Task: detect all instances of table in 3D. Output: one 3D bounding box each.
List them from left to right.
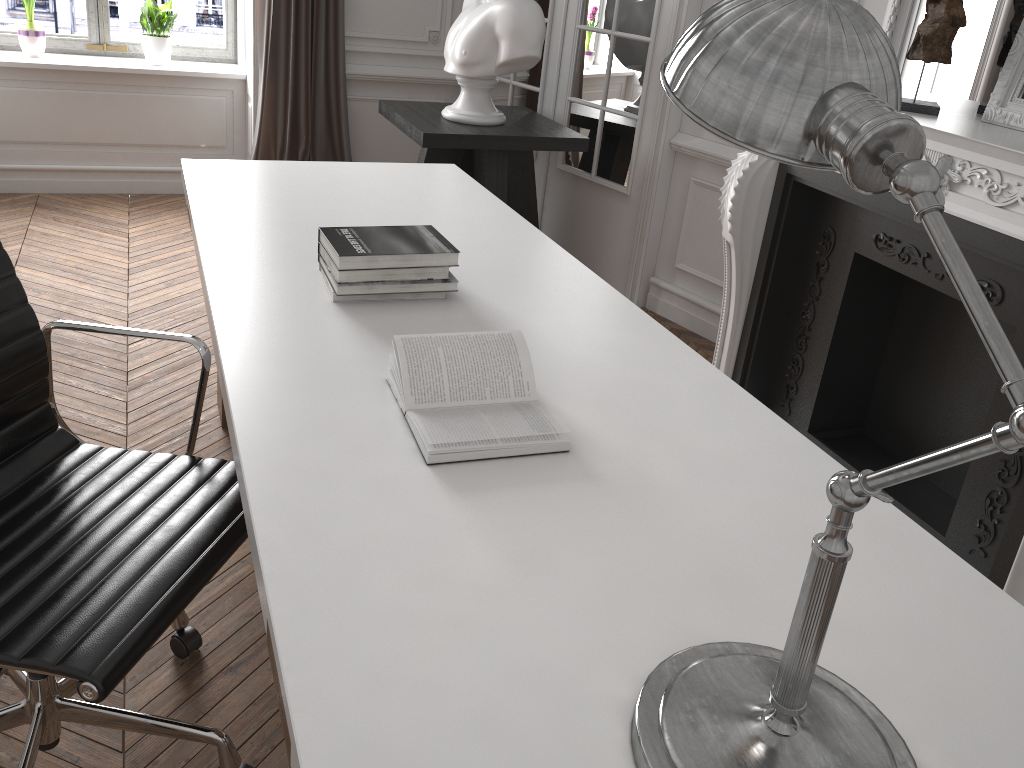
[{"bbox_3d":[-0.180,0.189,1.955,0.902,0.728,2.695,-4,27,-22],"label":"table"},{"bbox_3d":[-0.180,-0.872,4.153,0.769,0.729,0.789,-4,26,-22],"label":"table"}]

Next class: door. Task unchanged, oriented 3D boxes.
[{"bbox_3d":[0.281,-1.891,4.167,0.086,2.660,1.598,-11,29,-36],"label":"door"}]

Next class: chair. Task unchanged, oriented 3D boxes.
[{"bbox_3d":[-0.740,0.288,1.421,0.668,0.898,0.713,7,24,2],"label":"chair"}]

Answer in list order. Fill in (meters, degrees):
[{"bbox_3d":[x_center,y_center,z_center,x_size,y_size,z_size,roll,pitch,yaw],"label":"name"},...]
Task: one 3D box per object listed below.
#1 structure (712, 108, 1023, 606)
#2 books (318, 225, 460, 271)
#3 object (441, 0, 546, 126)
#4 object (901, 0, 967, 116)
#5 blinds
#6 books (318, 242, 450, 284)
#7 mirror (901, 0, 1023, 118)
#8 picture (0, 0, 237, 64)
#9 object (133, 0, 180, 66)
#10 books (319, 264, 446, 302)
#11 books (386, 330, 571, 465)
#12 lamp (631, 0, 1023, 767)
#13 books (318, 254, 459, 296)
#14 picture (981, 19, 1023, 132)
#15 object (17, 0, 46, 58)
[{"bbox_3d":[1.114,-0.151,2.572,0.810,1.151,1.649,-3,26,-22],"label":"structure"},{"bbox_3d":[-0.266,-0.294,1.893,0.259,0.031,0.196,-6,28,-24],"label":"books"},{"bbox_3d":[-0.111,-1.591,3.785,0.393,0.898,0.651,-3,25,-22],"label":"object"},{"bbox_3d":[1.243,-1.162,2.524,0.166,0.733,0.146,14,24,17],"label":"object"},{"bbox_3d":[-0.986,-2.258,4.170,0.780,3.016,0.351,-6,26,-28],"label":"blinds"},{"bbox_3d":[-0.278,-0.267,1.902,0.240,0.027,0.196,-5,28,-24],"label":"books"},{"bbox_3d":[1.576,-1.476,2.157,0.001,1.763,1.153,-3,25,-22],"label":"mirror"},{"bbox_3d":[-0.664,-1.478,1.228,13.259,4.676,13.565,-8,29,-29],"label":"picture"},{"bbox_3d":[-1.910,-1.915,4.772,0.217,0.359,0.289,-15,32,-41],"label":"object"},{"bbox_3d":[-0.284,-0.227,1.925,0.242,0.022,0.196,-3,27,-20],"label":"books"},{"bbox_3d":[-0.059,0.004,1.414,0.226,0.093,0.286,-3,27,-20],"label":"books"},{"bbox_3d":[0.254,0.014,0.798,0.269,0.680,0.501,-3,25,-22],"label":"lamp"},{"bbox_3d":[-0.271,-0.244,1.913,0.259,0.022,0.217,-4,28,-22],"label":"books"},{"bbox_3d":[1.480,-0.884,2.362,0.096,0.423,0.349,-3,25,-22],"label":"picture"},{"bbox_3d":[-2.486,-1.932,4.555,0.130,0.463,0.131,17,25,24],"label":"object"}]
